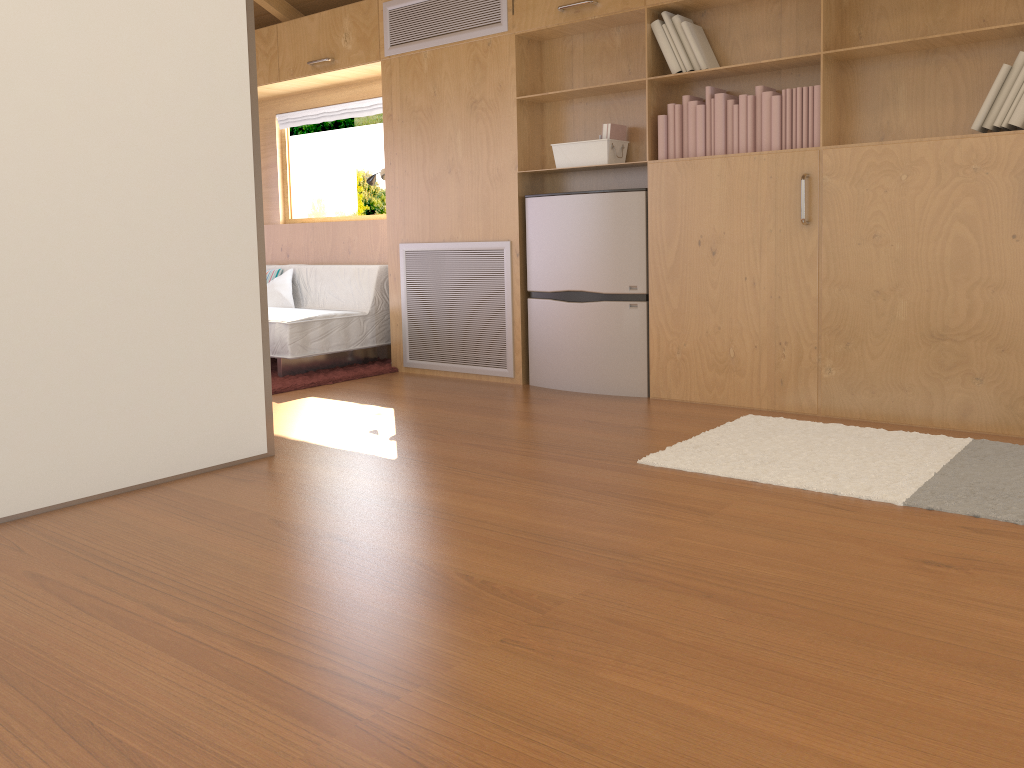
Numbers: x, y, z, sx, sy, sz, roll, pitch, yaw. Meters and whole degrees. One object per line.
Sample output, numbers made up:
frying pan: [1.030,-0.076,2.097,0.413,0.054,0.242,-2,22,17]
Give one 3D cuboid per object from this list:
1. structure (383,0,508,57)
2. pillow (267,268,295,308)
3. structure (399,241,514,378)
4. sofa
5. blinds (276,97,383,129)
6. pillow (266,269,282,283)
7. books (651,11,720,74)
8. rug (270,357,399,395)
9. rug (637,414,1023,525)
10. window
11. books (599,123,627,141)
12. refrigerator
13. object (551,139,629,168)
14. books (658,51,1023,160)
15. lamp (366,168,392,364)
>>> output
structure: [-0.376,-1.987,4.777,0.905,0.298,0.013,6,8,38]
pillow: [-1.544,-0.615,5.719,0.345,0.250,0.269,-1,7,2]
structure: [-0.320,-0.424,4.897,0.821,0.716,0.013,5,8,38]
sofa: [-1.875,-0.467,5.866,2.359,0.624,0.868,6,11,38]
blinds: [-1.101,-1.818,5.885,1.500,0.110,0.048,6,9,38]
pillow: [-1.986,-0.677,6.166,1.044,0.250,0.172,6,9,38]
books: [0.795,-1.552,4.042,0.280,0.294,0.177,4,8,38]
rug: [-2.064,-0.083,5.470,2.486,0.020,1.898,6,12,38]
rug: [2.168,0.359,2.204,3.729,0.011,0.923,6,12,38]
window: [-1.061,-1.490,5.954,1.499,0.785,0.036,5,8,38]
books: [0.486,-1.168,4.317,0.088,0.191,0.151,3,8,38]
refrigerator: [0.404,-0.465,4.435,0.715,0.980,0.263,4,7,38]
object: [0.388,-1.137,4.395,0.350,0.122,0.204,6,11,38]
books: [1.937,-1.239,3.153,3.115,0.653,0.190,6,9,38]
lamp: [-0.769,-0.706,5.372,0.254,1.188,0.184,0,5,14]
